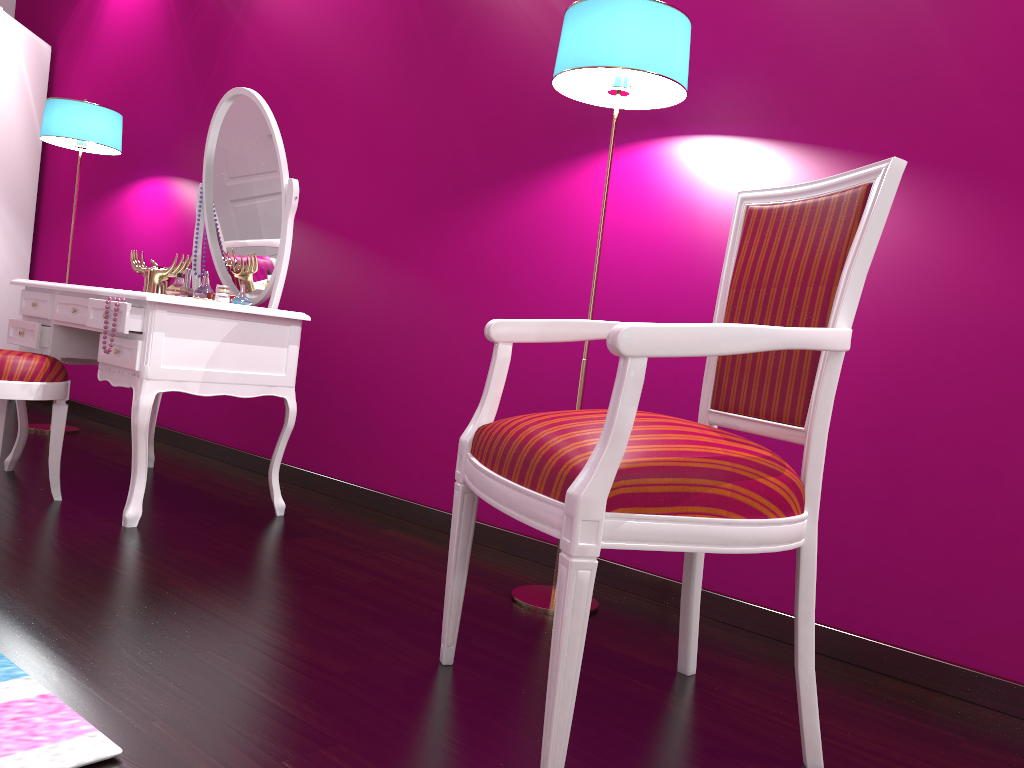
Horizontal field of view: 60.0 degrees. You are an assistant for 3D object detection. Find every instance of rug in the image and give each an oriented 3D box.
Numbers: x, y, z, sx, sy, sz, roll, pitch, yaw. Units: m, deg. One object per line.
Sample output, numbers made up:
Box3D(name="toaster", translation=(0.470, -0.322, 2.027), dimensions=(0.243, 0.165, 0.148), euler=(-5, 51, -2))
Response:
Box3D(name="rug", translation=(-1.725, 0.303, 1.243), dimensions=(2.100, 0.018, 1.400), euler=(9, 3, 40))

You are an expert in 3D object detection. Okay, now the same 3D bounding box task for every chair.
Box3D(name="chair", translation=(0.219, 0.085, 1.387), dimensions=(0.511, 0.901, 0.528), euler=(6, 2, -20))
Box3D(name="chair", translation=(-1.374, 0.108, 2.350), dimensions=(0.337, 0.390, 0.337), euler=(9, 3, 37))

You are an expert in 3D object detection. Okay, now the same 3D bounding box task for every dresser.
Box3D(name="dresser", translation=(-2.855, -0.904, 4.128), dimensions=(0.842, 1.893, 0.875), euler=(7, 2, -5))

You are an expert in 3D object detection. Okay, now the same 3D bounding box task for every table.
Box3D(name="table", translation=(-1.093, 0.031, 2.633), dimensions=(0.856, 0.592, 0.526), euler=(9, 3, 40))

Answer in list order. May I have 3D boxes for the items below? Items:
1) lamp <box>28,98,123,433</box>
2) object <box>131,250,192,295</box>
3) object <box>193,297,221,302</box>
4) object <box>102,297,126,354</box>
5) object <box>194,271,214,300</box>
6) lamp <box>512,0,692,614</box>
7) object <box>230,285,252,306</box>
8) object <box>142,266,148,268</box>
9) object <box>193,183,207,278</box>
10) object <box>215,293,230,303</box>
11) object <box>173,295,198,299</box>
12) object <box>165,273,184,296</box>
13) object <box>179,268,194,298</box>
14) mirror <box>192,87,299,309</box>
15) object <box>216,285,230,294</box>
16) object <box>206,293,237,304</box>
Box3D(name="lamp", translation=(-1.807, -0.482, 3.618), dimensions=(0.303, 1.352, 0.303), euler=(7, 2, -5))
Box3D(name="object", translation=(-1.164, -0.362, 2.932), dimensions=(0.248, 0.145, 0.085), euler=(8, 3, 28))
Box3D(name="object", translation=(-0.825, -0.229, 2.397), dimensions=(0.073, 0.006, 0.073), euler=(7, 2, 3))
Box3D(name="object", translation=(-1.000, -0.146, 2.228), dimensions=(0.063, 0.143, 0.032), euler=(9, 3, 40))
Box3D(name="object", translation=(-0.950, -0.302, 2.744), dimensions=(0.059, 0.094, 0.059), euler=(7, 2, -10))
Box3D(name="lamp", translation=(0.179, -0.172, 1.998), dimensions=(0.303, 1.352, 0.303), euler=(5, 3, -40))
Box3D(name="object", translation=(-0.773, -0.255, 2.540), dimensions=(0.059, 0.060, 0.082), euler=(7, 2, -4))
Box3D(name="object", translation=(-1.217, -0.387, 2.940), dimensions=(0.020, 0.007, 0.020), euler=(8, 3, 21))
Box3D(name="object", translation=(-1.031, -0.515, 2.958), dimensions=(0.022, 0.320, 0.044), euler=(9, 3, 40))
Box3D(name="object", translation=(-0.810, -0.240, 2.480), dimensions=(0.040, 0.026, 0.040), euler=(9, 3, 40))
Box3D(name="object", translation=(-0.879, -0.234, 2.397), dimensions=(0.073, 0.003, 0.073), euler=(5, 3, -39))
Box3D(name="object", translation=(-1.058, -0.312, 2.816), dimensions=(0.098, 0.081, 0.045), euler=(8, 2, 18))
Box3D(name="object", translation=(-1.013, -0.312, 2.767), dimensions=(0.030, 0.096, 0.030), euler=(7, 2, 12))
Box3D(name="mirror", translation=(-0.857, -0.507, 2.811), dimensions=(0.544, 0.829, 0.138), euler=(9, 3, 40))
Box3D(name="object", translation=(-0.861, -0.280, 2.641), dimensions=(0.040, 0.026, 0.040), euler=(9, 3, 40))
Box3D(name="object", translation=(-0.850, -0.251, 2.626), dimensions=(0.075, 0.027, 0.122), euler=(5, 3, -35))
